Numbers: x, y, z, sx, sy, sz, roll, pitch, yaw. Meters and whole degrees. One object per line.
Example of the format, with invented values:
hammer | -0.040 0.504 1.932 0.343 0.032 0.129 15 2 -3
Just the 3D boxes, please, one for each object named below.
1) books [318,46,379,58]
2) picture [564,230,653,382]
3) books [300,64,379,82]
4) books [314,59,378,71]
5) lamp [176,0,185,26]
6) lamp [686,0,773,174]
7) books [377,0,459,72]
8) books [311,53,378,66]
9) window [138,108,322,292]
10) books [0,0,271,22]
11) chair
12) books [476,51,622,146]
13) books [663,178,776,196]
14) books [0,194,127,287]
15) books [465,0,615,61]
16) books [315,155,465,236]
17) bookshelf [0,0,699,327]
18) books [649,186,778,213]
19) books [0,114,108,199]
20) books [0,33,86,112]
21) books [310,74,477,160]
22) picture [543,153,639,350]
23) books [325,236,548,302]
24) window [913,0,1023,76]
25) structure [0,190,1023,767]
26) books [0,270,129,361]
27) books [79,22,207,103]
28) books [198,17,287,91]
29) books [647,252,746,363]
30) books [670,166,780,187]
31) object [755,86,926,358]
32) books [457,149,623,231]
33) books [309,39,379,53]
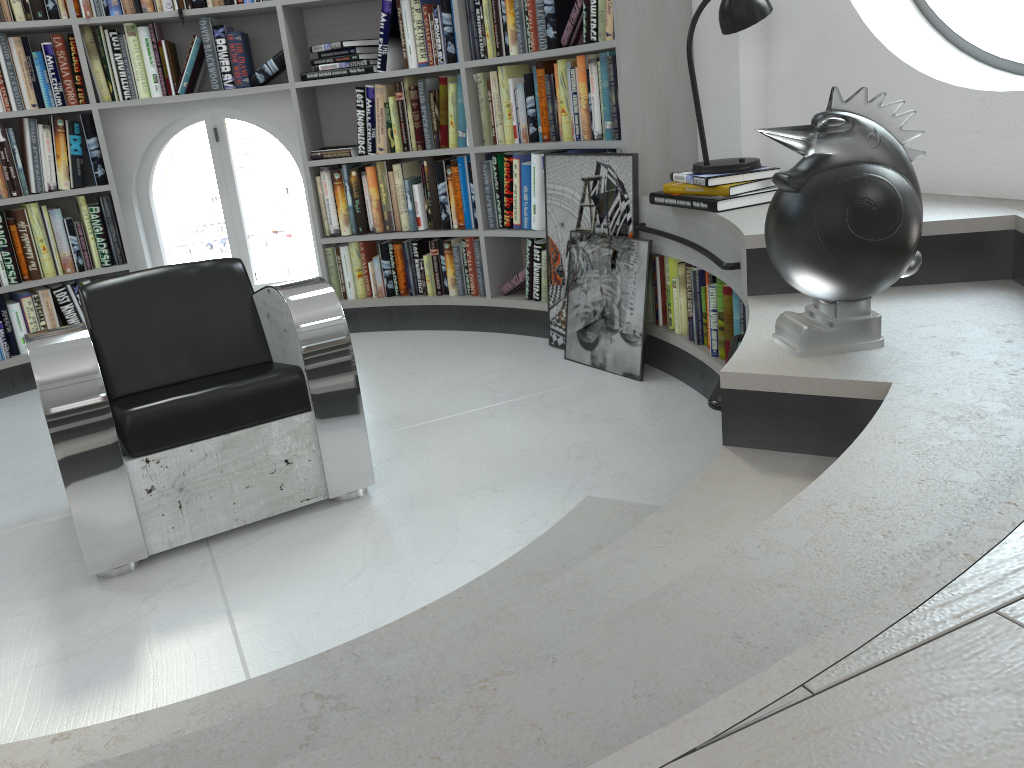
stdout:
books | -0.812 -1.653 4.421 0.226 0.036 0.215 3 20 25
picture | 0.380 -0.328 3.611 0.107 0.551 0.491 -17 21 -31
books | -0.802 -1.563 4.448 0.388 0.042 0.369 -1 19 16
books | -0.805 -1.594 4.439 0.285 0.031 0.271 -2 19 11
lamp | -1.595 -1.931 4.005 0.113 0.562 0.360 -11 18 -16
lamp | 0.733 -1.057 2.988 0.323 0.655 0.235 -9 17 -8
books | -0.386 -1.693 4.224 0.553 0.348 0.258 1 19 22
books | -0.809 -1.623 4.430 0.286 0.031 0.271 3 20 25
window | -2.444 -0.691 4.296 3.246 1.141 0.619 -20 22 -35
books | -1.900 -1.915 4.168 1.568 0.364 0.396 -12 19 -17
chair | -0.984 0.025 2.749 0.826 0.713 0.745 -16 20 -27
books | 0.241 -1.236 3.860 0.277 0.345 1.024 -20 22 -36
books | 0.738 -0.696 3.089 0.287 0.034 0.306 -18 22 -31
books | -2.365 -0.675 4.243 1.036 0.354 0.293 -20 22 -36
books | 0.192 -1.597 3.749 0.281 0.355 1.056 -19 22 -35
books | -0.579 -0.968 4.521 0.872 0.348 0.274 0 19 17
bookshelf | -1.663 -0.993 3.619 4.343 1.865 2.121 -14 19 -22
books | 0.741 -0.662 3.100 0.366 0.042 0.390 -14 20 -22
books | -2.414 -1.035 4.121 1.002 0.349 0.298 -21 23 -38
books | -2.480 -1.401 4.043 1.033 0.356 0.301 -20 22 -36
books | -0.541 -1.325 4.373 0.973 0.349 0.254 0 19 18
picture | 0.328 -0.533 3.738 0.091 0.856 0.581 -17 20 -32
books | -0.293 -0.603 4.485 1.498 0.308 0.362 4 20 27
window | 1.604 -1.591 2.384 0.104 1.458 1.479 -13 19 -22
structure | -1.000 0.072 2.631 4.709 0.687 4.749 1 20 21
books | -2.337 -0.327 4.335 1.024 0.304 0.288 -20 22 -36
books | -2.513 -1.304 3.785 2.542 0.368 0.592 -23 24 -40
books | -1.300 -1.648 4.402 0.399 0.338 0.226 -7 17 -3
books | 0.761 -0.264 3.136 0.272 0.296 1.156 -9 19 -9
books | 0.734 -0.727 3.080 0.269 0.031 0.288 -10 19 -13
object | 0.722 -0.362 1.945 0.321 0.558 0.322 8 22 38
books | 0.225 -0.884 4.013 0.305 0.356 1.187 -22 24 -40
books | -0.815 -1.683 4.412 0.286 0.031 0.271 12 26 44
